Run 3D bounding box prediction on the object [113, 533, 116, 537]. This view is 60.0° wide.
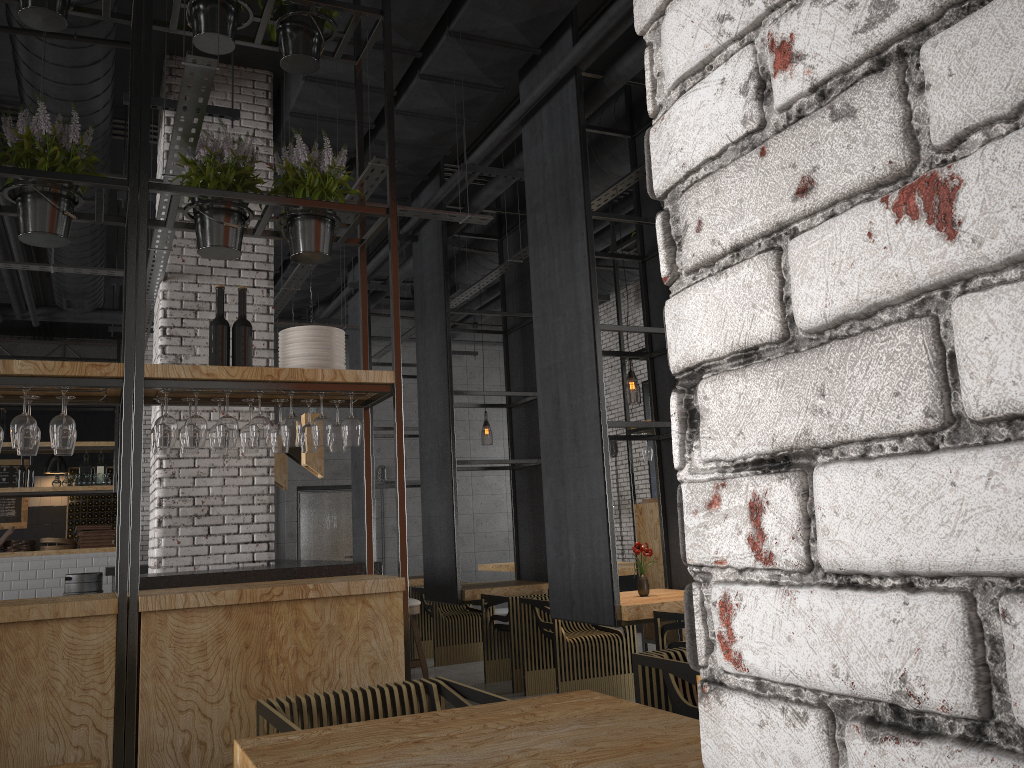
[{"bbox_3d":[-6.680,2.531,14.894,0.079,0.080,0.280,2,-11,-25],"label":"object"}]

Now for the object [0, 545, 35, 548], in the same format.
[{"bbox_3d":[-6.392,2.096,11.447,0.407,0.019,0.456,-1,-10,-12],"label":"object"}]

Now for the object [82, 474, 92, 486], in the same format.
[{"bbox_3d":[-5.830,1.317,12.155,0.118,0.181,0.118,-12,-13,40],"label":"object"}]

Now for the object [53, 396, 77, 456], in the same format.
[{"bbox_3d":[-2.068,0.194,4.099,0.101,0.268,0.100,-1,-11,-11],"label":"object"}]

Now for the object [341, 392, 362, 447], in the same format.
[{"bbox_3d":[-0.792,0.173,4.381,0.101,0.268,0.100,-9,-12,28],"label":"object"}]

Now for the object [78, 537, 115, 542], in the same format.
[{"bbox_3d":[-5.536,2.074,11.812,0.405,0.044,0.634,2,-11,-28],"label":"object"}]

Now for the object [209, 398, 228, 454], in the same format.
[{"bbox_3d":[-1.447,0.209,4.387,0.101,0.268,0.100,-9,-12,28],"label":"object"}]

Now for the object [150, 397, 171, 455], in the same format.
[{"bbox_3d":[-1.688,0.203,4.275,0.101,0.268,0.100,-5,-11,11],"label":"object"}]

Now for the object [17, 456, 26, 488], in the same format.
[{"bbox_3d":[-6.627,1.184,11.984,0.098,0.473,0.098,5,-13,-36],"label":"object"}]

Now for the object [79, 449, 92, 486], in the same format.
[{"bbox_3d":[-5.929,1.167,12.335,0.157,0.556,0.105,1,-11,-21],"label":"object"}]

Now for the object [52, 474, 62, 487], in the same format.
[{"bbox_3d":[-6.167,1.311,12.014,0.118,0.181,0.118,-9,-12,28],"label":"object"}]

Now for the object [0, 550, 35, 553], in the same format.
[{"bbox_3d":[-6.361,2.163,11.464,0.458,0.019,0.405,-5,-10,10],"label":"object"}]

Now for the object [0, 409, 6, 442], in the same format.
[{"bbox_3d":[-6.830,0.569,11.865,0.098,0.460,0.098,-13,-14,41],"label":"object"}]

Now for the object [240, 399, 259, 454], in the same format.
[{"bbox_3d":[-1.313,0.212,4.449,0.101,0.268,0.100,-9,-12,28],"label":"object"}]

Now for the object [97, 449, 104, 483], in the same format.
[{"bbox_3d":[-5.763,1.171,12.423,0.140,0.552,0.096,1,-11,-21],"label":"object"}]

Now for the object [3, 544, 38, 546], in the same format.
[{"bbox_3d":[-6.384,2.083,11.467,0.406,0.019,0.457,-6,-10,17],"label":"object"}]

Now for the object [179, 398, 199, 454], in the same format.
[{"bbox_3d":[-1.572,0.206,4.329,0.101,0.268,0.100,-5,-11,11],"label":"object"}]

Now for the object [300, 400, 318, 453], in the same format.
[{"bbox_3d":[-1.046,0.219,4.573,0.101,0.268,0.100,-9,-12,28],"label":"object"}]

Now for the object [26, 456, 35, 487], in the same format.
[{"bbox_3d":[-6.529,1.187,12.030,0.098,0.473,0.097,0,-11,-18],"label":"object"}]

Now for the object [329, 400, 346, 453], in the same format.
[{"bbox_3d":[-0.912,0.222,4.636,0.101,0.268,0.100,-9,-12,28],"label":"object"}]

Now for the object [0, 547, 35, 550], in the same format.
[{"bbox_3d":[-6.367,2.131,11.468,0.458,0.019,0.405,-4,-10,3],"label":"object"}]

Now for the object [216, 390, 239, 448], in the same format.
[{"bbox_3d":[-1.327,0.160,4.133,0.101,0.268,0.100,-9,-12,28],"label":"object"}]

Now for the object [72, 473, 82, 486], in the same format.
[{"bbox_3d":[-5.933,1.312,12.092,0.118,0.181,0.118,-4,-10,8],"label":"object"}]

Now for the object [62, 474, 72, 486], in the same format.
[{"bbox_3d":[-6.049,1.311,12.049,0.118,0.181,0.118,-8,-11,24],"label":"object"}]

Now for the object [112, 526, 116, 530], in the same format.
[{"bbox_3d":[-6.670,2.421,14.879,0.079,0.080,0.280,2,-11,-25],"label":"object"}]

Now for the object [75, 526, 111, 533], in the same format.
[{"bbox_3d":[-5.563,1.930,11.758,0.406,0.094,0.634,2,-11,-27],"label":"object"}]

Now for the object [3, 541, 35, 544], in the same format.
[{"bbox_3d":[-6.368,2.052,11.484,0.458,0.019,0.405,-4,-10,8],"label":"object"}]

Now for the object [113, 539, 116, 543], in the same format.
[{"bbox_3d":[-6.660,2.629,14.844,0.079,0.080,0.280,2,-11,-25],"label":"object"}]

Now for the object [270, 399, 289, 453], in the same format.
[{"bbox_3d":[-1.180,0.216,4.511,0.101,0.268,0.100,-9,-12,28],"label":"object"}]

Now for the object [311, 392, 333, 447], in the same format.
[{"bbox_3d":[-0.926,0.170,4.319,0.101,0.268,0.100,-9,-12,28],"label":"object"}]

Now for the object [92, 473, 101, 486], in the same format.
[{"bbox_3d":[-5.727,1.322,12.222,0.118,0.181,0.118,6,-14,-41],"label":"object"}]

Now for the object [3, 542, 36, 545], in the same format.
[{"bbox_3d":[-6.361,2.068,11.482,0.458,0.019,0.405,-6,-10,17],"label":"object"}]

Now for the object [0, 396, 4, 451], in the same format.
[{"bbox_3d":[-2.335,0.188,3.975,0.101,0.268,0.100,-1,-11,-11],"label":"object"}]

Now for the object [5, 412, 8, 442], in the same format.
[{"bbox_3d":[-6.944,0.616,12.105,0.098,0.460,0.098,-13,-14,41],"label":"object"}]

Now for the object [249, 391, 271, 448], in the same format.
[{"bbox_3d":[-1.193,0.163,4.195,0.101,0.268,0.100,-9,-12,28],"label":"object"}]

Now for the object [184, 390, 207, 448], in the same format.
[{"bbox_3d":[-1.452,0.157,4.075,0.101,0.268,0.100,-5,-11,11],"label":"object"}]

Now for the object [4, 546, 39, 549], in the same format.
[{"bbox_3d":[-6.374,2.115,11.468,0.406,0.019,0.457,-9,-11,33],"label":"object"}]

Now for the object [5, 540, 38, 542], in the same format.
[{"bbox_3d":[-6.385,2.036,11.478,0.406,0.019,0.457,-7,-10,21],"label":"object"}]

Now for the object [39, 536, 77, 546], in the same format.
[{"bbox_3d":[-5.953,2.061,11.634,0.436,0.154,0.438,-7,-10,21],"label":"object"}]

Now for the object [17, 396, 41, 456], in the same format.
[{"bbox_3d":[-2.201,0.191,4.037,0.101,0.268,0.100,-1,-11,-11],"label":"object"}]

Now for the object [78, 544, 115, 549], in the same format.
[{"bbox_3d":[-5.531,2.161,11.795,0.405,0.044,0.634,2,-11,-29],"label":"object"}]

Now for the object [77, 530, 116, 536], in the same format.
[{"bbox_3d":[-5.541,1.987,11.828,0.405,0.044,0.634,3,-11,-31],"label":"object"}]

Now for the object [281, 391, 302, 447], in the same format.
[{"bbox_3d":[-1.060,0.166,4.257,0.101,0.268,0.100,-9,-12,28],"label":"object"}]

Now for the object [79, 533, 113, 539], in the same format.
[{"bbox_3d":[-5.538,2.030,11.820,0.405,0.044,0.633,1,-10,-24],"label":"object"}]

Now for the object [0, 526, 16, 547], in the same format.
[{"bbox_3d":[-6.490,1.986,11.320,0.241,0.339,0.487,5,-13,-39],"label":"object"}]

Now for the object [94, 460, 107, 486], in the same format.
[{"bbox_3d":[-5.761,1.247,12.413,0.157,0.407,0.105,1,-11,-21],"label":"object"}]

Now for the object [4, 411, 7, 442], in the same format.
[{"bbox_3d":[-6.887,0.593,11.985,0.098,0.460,0.098,-13,-14,41],"label":"object"}]

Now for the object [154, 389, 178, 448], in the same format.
[{"bbox_3d":[-1.568,0.154,4.021,0.101,0.268,0.100,-5,-11,11],"label":"object"}]

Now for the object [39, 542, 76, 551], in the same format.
[{"bbox_3d":[-5.951,2.127,11.618,0.437,0.098,0.435,-3,-10,-1],"label":"object"}]

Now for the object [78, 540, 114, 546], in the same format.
[{"bbox_3d":[-5.534,2.117,11.803,0.405,0.044,0.633,1,-10,-22],"label":"object"}]

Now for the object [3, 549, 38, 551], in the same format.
[{"bbox_3d":[-6.344,2.146,11.467,0.457,0.019,0.406,-10,-12,36],"label":"object"}]

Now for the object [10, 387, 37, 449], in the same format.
[{"bbox_3d":[-2.081,0.142,3.783,0.101,0.268,0.100,-1,-11,-11],"label":"object"}]

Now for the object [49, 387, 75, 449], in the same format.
[{"bbox_3d":[-1.948,0.145,3.845,0.101,0.268,0.100,-1,-11,-11],"label":"object"}]

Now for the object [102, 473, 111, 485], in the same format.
[{"bbox_3d":[-5.595,1.316,12.228,0.118,0.181,0.118,-3,-10,-1],"label":"object"}]
